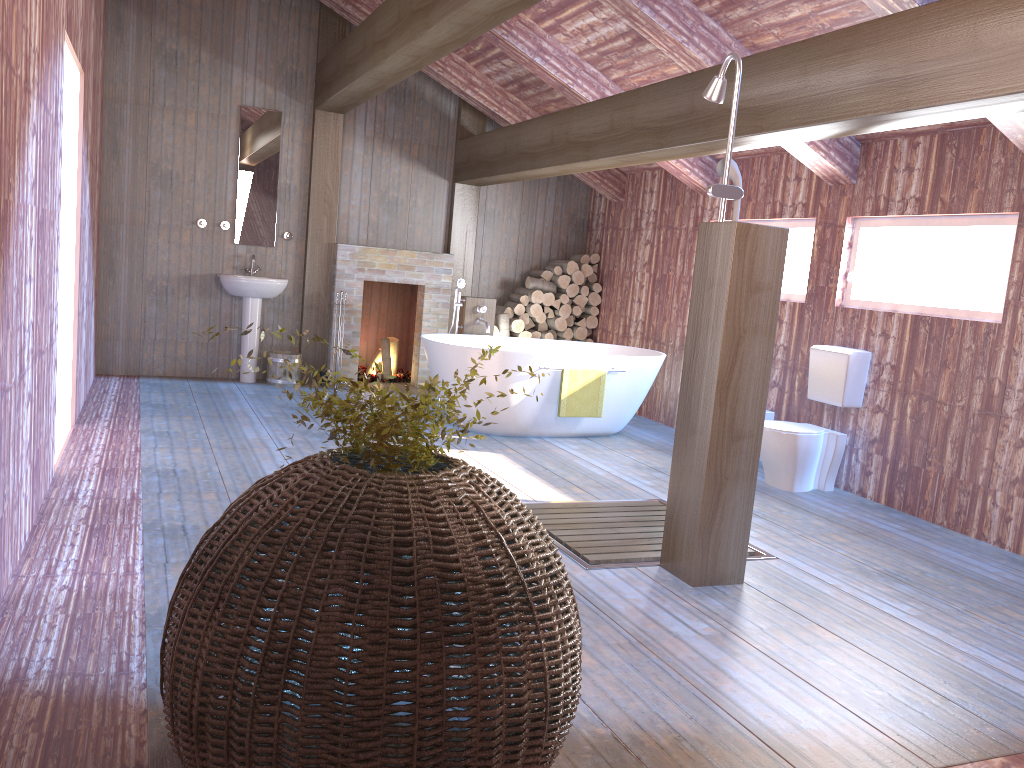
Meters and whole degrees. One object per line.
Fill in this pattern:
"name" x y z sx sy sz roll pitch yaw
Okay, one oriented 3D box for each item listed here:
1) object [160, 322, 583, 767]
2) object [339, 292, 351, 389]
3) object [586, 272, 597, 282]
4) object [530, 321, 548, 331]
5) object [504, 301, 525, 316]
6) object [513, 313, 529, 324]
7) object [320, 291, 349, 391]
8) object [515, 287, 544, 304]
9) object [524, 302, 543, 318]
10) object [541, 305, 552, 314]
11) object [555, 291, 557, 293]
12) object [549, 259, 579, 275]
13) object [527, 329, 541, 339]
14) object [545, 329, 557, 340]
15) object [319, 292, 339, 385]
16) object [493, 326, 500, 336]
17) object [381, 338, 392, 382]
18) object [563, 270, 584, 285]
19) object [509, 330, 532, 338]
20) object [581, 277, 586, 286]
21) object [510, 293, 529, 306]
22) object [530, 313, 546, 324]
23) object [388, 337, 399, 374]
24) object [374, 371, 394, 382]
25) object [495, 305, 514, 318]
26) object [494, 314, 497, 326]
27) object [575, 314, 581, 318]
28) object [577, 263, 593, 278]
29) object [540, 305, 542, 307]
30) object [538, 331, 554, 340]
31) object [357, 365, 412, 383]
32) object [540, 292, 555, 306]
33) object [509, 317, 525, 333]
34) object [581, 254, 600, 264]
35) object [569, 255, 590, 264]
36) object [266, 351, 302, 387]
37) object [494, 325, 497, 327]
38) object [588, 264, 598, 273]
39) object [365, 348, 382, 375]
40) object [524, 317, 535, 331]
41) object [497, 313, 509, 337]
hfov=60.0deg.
"object" -0.296 0.409 2.090 0.972 1.073 0.970 -2 10 -42
"object" -1.510 -0.391 8.026 0.206 0.871 0.126 8 8 19
"object" 0.761 -1.094 9.048 0.107 0.115 0.269 2 8 -22
"object" 0.250 -0.600 8.982 0.104 0.127 0.321 2 8 -23
"object" 0.022 -0.748 8.745 0.115 0.123 0.291 2 8 -22
"object" 0.061 -0.660 8.794 0.111 0.113 0.301 2 8 -24
"object" -1.603 -0.406 8.054 0.276 0.888 0.333 8 8 18
"object" 0.169 -0.881 8.796 0.135 0.145 0.439 2 8 -23
"object" 0.147 -0.745 8.803 0.141 0.143 0.437 2 8 -25
"object" 0.304 -0.752 8.870 0.088 0.092 0.280 2 8 -22
"object" 0.338 -0.951 8.959 0.121 0.124 0.291 2 8 -22
"object" 0.517 -1.176 8.912 0.135 0.139 0.456 2 8 -22
"object" 0.178 -0.491 8.866 0.114 0.120 0.303 2 8 -22
"object" 0.340 -0.512 9.035 0.116 0.118 0.289 2 8 -25
"object" -1.648 -0.410 7.977 0.136 0.846 0.062 -1 10 -42
"object" -0.269 -0.526 8.678 0.139 0.137 0.455 2 8 -25
"object" -1.254 -0.238 8.853 0.098 0.434 0.283 2 8 -25
"object" 0.563 -1.081 8.928 0.141 0.143 0.437 2 8 -25
"object" 0.042 -0.489 8.821 0.139 0.148 0.458 2 8 -23
"object" 0.633 -1.053 9.072 0.132 0.119 0.319 2 8 -22
"object" 0.074 -0.838 8.768 0.106 0.112 0.282 2 8 -22
"object" 0.232 -0.678 8.848 0.115 0.123 0.291 2 8 -22
"object" -1.243 -0.255 9.105 0.140 0.459 0.266 4 7 -6
"object" -1.279 -0.078 8.879 0.085 0.084 0.278 8 8 23
"object" -0.096 -0.714 8.753 0.114 0.113 0.301 2 8 -25
"object" -0.174 -0.642 8.807 0.108 0.113 0.302 2 8 -23
"object" 0.631 -0.712 9.004 0.067 0.069 0.177 2 8 -23
"object" 0.661 -1.156 8.978 0.133 0.142 0.456 2 8 -22
"object" 0.241 -0.761 8.825 0.057 0.061 0.156 2 8 -24
"object" 0.275 -0.491 8.901 0.098 0.100 0.437 2 8 -25
"object" -1.384 -0.111 9.170 0.829 0.085 0.935 -1 10 -41
"object" 0.273 -0.864 8.843 0.138 0.147 0.440 2 8 -23
"object" -0.023 -0.597 8.759 0.138 0.147 0.440 2 8 -23
"object" 0.782 -1.274 9.027 0.112 0.113 0.271 2 8 -23
"object" 0.682 -1.254 8.987 0.104 0.121 0.270 2 8 -22
"object" -2.052 -0.138 7.993 0.309 0.290 0.308 3 8 -13
"object" -0.219 -0.562 8.800 0.099 0.093 0.280 2 8 -22
"object" 0.772 -1.192 9.053 0.081 0.100 0.281 2 8 -23
"object" -1.373 -0.209 8.989 0.221 0.306 0.121 6 7 4
"object" 0.115 -0.619 8.920 0.128 0.150 0.323 2 8 -23
"object" -0.082 -0.534 8.557 0.147 0.298 0.109 2 8 -20
